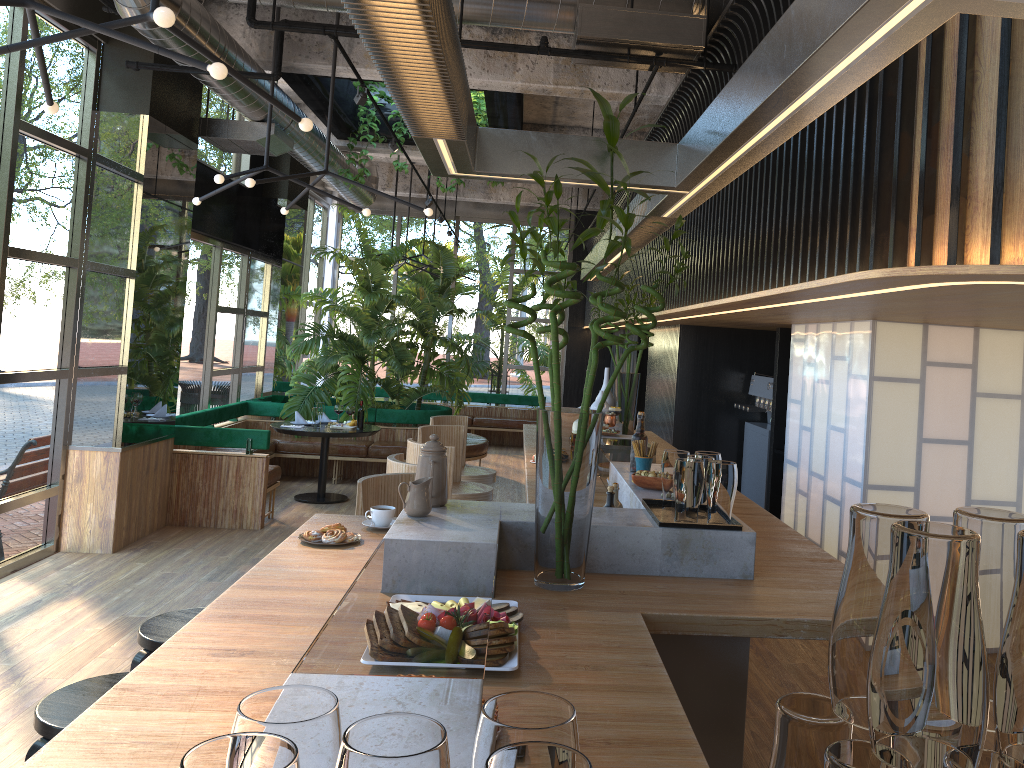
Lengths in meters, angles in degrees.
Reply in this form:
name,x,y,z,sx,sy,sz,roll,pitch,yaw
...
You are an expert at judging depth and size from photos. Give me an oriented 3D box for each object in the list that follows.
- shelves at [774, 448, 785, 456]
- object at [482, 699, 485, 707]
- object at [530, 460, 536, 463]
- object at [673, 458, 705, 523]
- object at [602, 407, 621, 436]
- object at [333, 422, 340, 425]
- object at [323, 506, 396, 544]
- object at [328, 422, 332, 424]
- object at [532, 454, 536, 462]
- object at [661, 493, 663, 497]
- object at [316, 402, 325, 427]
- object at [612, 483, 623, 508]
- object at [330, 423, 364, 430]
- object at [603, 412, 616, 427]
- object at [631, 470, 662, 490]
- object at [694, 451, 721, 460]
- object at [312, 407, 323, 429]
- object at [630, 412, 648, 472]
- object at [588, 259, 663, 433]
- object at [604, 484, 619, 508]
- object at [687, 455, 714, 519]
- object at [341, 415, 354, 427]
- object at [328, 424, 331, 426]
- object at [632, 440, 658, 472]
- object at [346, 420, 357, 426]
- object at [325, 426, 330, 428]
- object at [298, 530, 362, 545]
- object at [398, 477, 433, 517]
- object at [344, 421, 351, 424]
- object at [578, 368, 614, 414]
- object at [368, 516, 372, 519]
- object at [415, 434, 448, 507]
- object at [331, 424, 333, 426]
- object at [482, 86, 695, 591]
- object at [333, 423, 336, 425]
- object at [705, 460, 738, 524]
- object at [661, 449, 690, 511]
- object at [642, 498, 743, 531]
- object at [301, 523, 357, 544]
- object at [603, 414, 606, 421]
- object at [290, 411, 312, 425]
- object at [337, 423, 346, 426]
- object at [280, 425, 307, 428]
name,x,y,z,sx,sy,sz,roll,pitch,yaw
shelves,2.566,0.621,7.409,0.526,0.035,0.864,4,3,-1
object,-0.194,0.608,1.637,0.290,0.037,0.309,5,3,24
object,0.190,0.465,5.274,0.165,0.005,0.169,4,3,10
object,0.582,0.355,2.939,0.101,0.209,0.110,3,-1,43
object,0.625,0.243,5.942,0.210,0.134,0.807,4,3,6
object,-1.861,0.418,9.324,0.097,0.028,0.129,4,3,13
object,-0.570,0.489,3.140,0.175,0.073,0.433,5,3,34
object,-1.914,0.416,9.347,0.024,0.025,0.047,4,2,17
object,0.154,0.434,5.261,0.061,0.059,0.073,4,1,-11
object,0.640,0.383,3.443,0.086,0.107,0.160,4,1,44
object,-1.969,0.313,9.108,0.095,0.245,0.090,4,-2,-19
object,0.380,0.473,3.313,0.073,0.210,0.067,5,-2,-35
object,-1.708,0.439,9.197,0.236,0.019,0.357,4,3,9
object,0.661,0.247,6.199,0.086,0.107,0.160,4,1,44
object,0.580,0.386,3.645,0.190,0.073,0.231,4,3,18
object,0.696,0.350,3.183,0.101,0.209,0.110,3,-1,43
object,-1.964,0.341,8.940,0.101,0.209,0.109,3,-1,33
object,0.585,0.264,4.070,0.072,0.277,0.078,3,-2,34
object,0.878,-0.342,6.824,0.645,1.551,0.609,3,-2,36
object,0.370,0.474,3.240,0.068,0.215,0.168,3,0,24
object,0.643,0.353,3.052,0.101,0.209,0.109,3,-1,33
object,-1.685,0.373,9.106,0.144,0.124,0.097,3,0,-21
object,-1.898,0.425,9.229,0.033,0.019,0.038,4,2,11
object,0.576,0.329,3.900,0.104,0.162,0.107,3,-1,32
object,-1.658,0.400,9.197,0.099,0.064,0.163,3,2,-31
object,-1.895,0.434,9.127,0.062,0.013,0.147,3,3,-6
object,-0.615,0.523,3.001,0.197,0.013,0.214,6,3,34
object,-0.298,0.351,2.777,0.099,0.119,0.087,4,0,6
object,-1.687,0.407,9.296,0.194,0.038,0.063,5,2,31
object,0.682,0.074,6.814,0.330,0.398,0.305,4,0,-43
object,-0.523,0.504,3.342,0.030,0.027,0.131,3,3,-23
object,-0.272,0.285,2.979,0.123,0.234,0.206,4,0,-33
object,-1.858,0.425,9.170,0.032,0.031,0.040,4,1,23
object,0.210,-0.178,2.688,0.672,1.551,0.585,4,-1,3
object,-1.856,0.420,9.261,0.033,0.032,0.037,4,1,-4
object,0.690,0.362,2.936,0.101,0.209,0.110,3,-1,43
object,0.581,0.344,3.167,0.101,0.209,0.110,3,-1,43
object,0.609,0.447,3.051,0.274,0.018,0.435,4,3,-1
object,-0.610,0.504,2.995,0.156,0.052,0.160,6,3,42
object,0.603,0.241,6.562,0.190,0.073,0.231,4,3,18
object,-2.169,0.355,9.190,0.239,0.139,0.226,3,2,-18
object,-1.764,0.419,9.189,0.102,0.013,0.221,4,3,4
object,-2.186,0.422,8.931,0.256,0.019,0.157,4,3,-3
